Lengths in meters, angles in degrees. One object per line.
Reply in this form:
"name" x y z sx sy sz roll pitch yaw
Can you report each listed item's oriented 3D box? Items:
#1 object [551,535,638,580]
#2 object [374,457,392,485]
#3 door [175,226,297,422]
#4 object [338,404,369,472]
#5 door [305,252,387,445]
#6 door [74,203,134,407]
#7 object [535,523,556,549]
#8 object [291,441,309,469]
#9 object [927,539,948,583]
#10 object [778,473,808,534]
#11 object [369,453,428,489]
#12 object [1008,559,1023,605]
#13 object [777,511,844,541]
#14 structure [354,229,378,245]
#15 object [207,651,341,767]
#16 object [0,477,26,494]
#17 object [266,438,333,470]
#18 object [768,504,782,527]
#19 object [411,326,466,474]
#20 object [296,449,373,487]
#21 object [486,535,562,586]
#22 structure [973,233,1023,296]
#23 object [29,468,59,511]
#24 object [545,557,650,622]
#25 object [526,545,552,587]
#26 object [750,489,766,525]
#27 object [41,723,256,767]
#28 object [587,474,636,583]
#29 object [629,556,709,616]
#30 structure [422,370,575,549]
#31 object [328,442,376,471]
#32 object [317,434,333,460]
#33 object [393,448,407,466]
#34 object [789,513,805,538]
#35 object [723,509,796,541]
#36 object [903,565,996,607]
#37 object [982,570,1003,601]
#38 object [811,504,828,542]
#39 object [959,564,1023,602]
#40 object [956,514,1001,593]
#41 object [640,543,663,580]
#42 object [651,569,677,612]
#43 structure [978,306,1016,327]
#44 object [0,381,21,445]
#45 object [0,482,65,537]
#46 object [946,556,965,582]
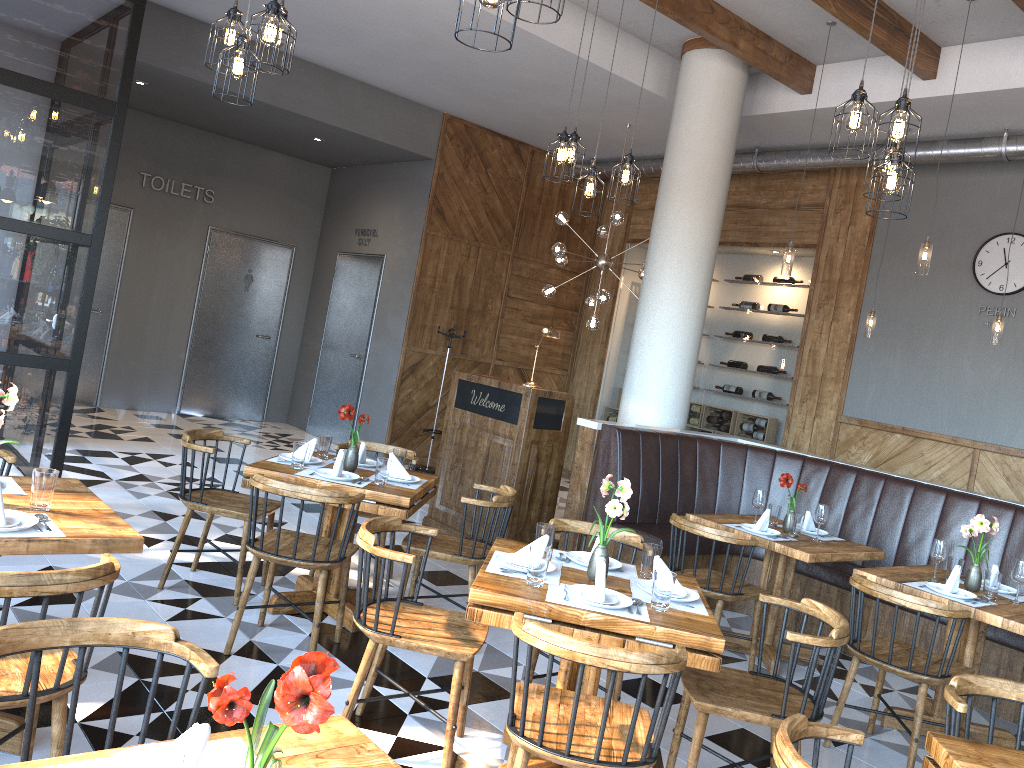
"object" 0.347 0.667 3.601 0.352 0.137 0.272 10 2 5
"object" -0.665 0.448 4.540 0.080 0.132 0.080 10 1 -25
"door" -3.537 -0.736 11.456 1.202 2.394 0.115 10 0 -40
"object" -0.880 0.286 4.787 0.171 0.355 0.156 10 0 7
"door" -2.118 -0.468 11.120 0.114 2.394 1.211 10 0 -40
"door" -5.132 -0.963 10.099 1.202 2.394 0.115 10 0 -40
"object" 0.128 0.632 3.561 0.080 0.132 0.080 10 1 -25
"object" -1.099 0.369 4.572 0.080 0.132 0.080 10 1 25
"object" 2.210 0.918 4.603 0.081 0.215 0.081 10 0 41
"object" 1.669 0.718 5.357 0.171 0.355 0.155 11 1 43
"object" -0.602 0.448 4.757 0.272 0.137 0.352 10 2 5
"object" 2.519 0.982 4.398 0.081 0.215 0.081 10 0 -9
"object" 1.861 0.856 5.511 0.271 0.137 0.353 9 3 -40
"structure" -1.830 -1.842 11.096 0.025 0.197 0.567 10 2 -40
"object" -0.330 0.538 1.208 0.171 0.355 0.155 10 0 29
"object" -1.915 0.283 3.112 0.350 0.137 0.273 8 3 -40
"object" -1.130 0.352 4.797 0.272 0.137 0.352 10 2 5
"object" 1.622 0.817 5.494 0.079 0.132 0.080 10 1 -40
"object" -0.827 0.181 10.132 0.374 1.658 0.375 10 0 -18
"object" -0.886 0.407 4.511 0.352 0.137 0.272 10 2 5
"object" 0.063 0.627 3.355 0.272 0.137 0.352 10 2 5
"structure" 4.390 -1.065 7.866 0.046 0.560 0.563 10 1 -40
"object" -1.569 0.354 2.962 0.080 0.132 0.079 11 1 35
"object" 0.307 0.683 3.069 0.352 0.137 0.272 10 2 5
"object" 0.092 0.644 3.128 0.080 0.132 0.080 10 1 -25
"object" 1.512 0.757 5.449 0.081 0.215 0.081 10 0 41
"object" -0.549 0.599 1.455 0.350 0.137 0.273 8 3 -40
"object" 0.372 0.549 3.339 0.146 0.400 0.207 10 1 -29
"object" 0.591 0.723 3.315 0.272 0.137 0.352 10 2 5
"structure" -0.057 0.630 7.101 0.643 1.300 1.049 10 1 -40
"object" -0.846 0.392 5.043 0.352 0.137 0.272 10 2 5
"object" -1.063 0.357 5.005 0.080 0.132 0.080 10 1 -15
"object" -0.639 0.434 4.980 0.080 0.132 0.080 10 1 -15
"object" 1.676 0.838 5.233 0.080 0.132 0.079 11 1 35
"object" 1.459 0.798 5.181 0.271 0.137 0.353 9 3 -40
"object" 2.153 0.959 4.339 0.271 0.137 0.353 9 3 -40
"object" 2.373 0.999 4.387 0.080 0.132 0.079 11 1 35
"object" 1.822 0.821 5.244 0.081 0.215 0.081 10 0 -9
"object" 2.555 1.017 4.669 0.271 0.137 0.353 9 3 -40
"object" 2.355 0.854 4.502 0.146 0.400 0.207 10 1 -33
"object" 0.551 0.709 3.536 0.080 0.132 0.080 10 1 -25
"object" 0.526 0.723 3.096 0.080 0.132 0.080 10 1 -25
"structure" 4.306 -0.586 7.883 0.021 0.197 0.307 10 1 -40
"object" -1.720 0.193 2.923 0.207 0.400 0.146 11 1 42
"object" -1.574 0.362 2.708 0.350 0.137 0.273 8 3 -40
"object" 2.320 0.978 4.648 0.079 0.132 0.080 10 1 -40
